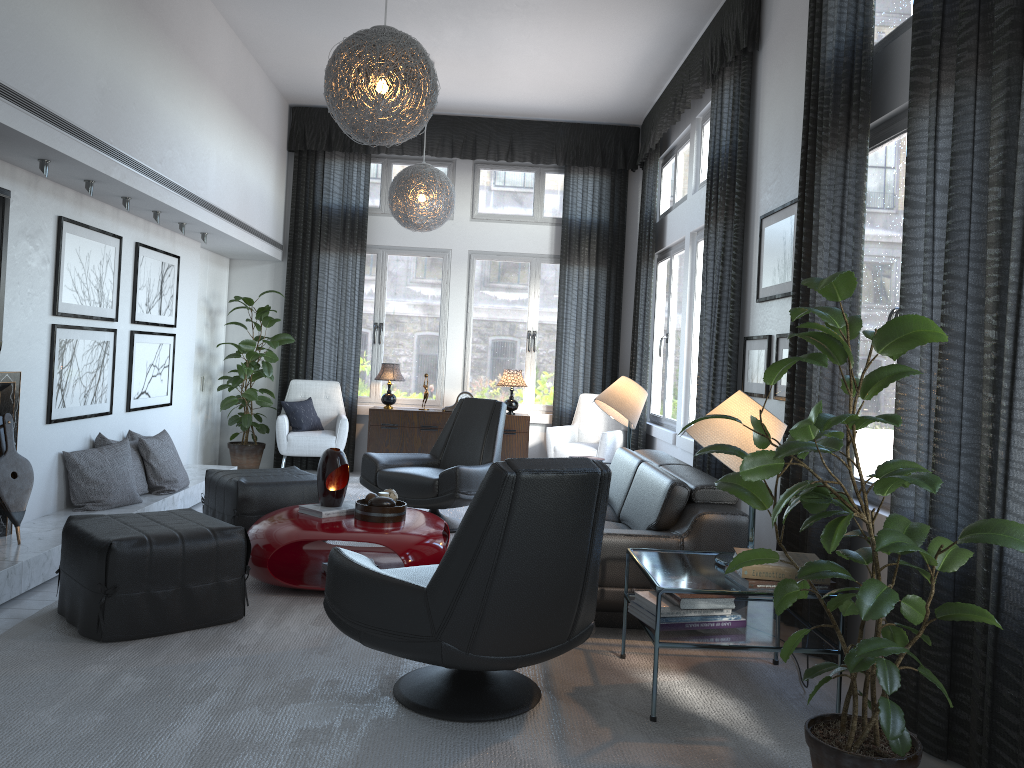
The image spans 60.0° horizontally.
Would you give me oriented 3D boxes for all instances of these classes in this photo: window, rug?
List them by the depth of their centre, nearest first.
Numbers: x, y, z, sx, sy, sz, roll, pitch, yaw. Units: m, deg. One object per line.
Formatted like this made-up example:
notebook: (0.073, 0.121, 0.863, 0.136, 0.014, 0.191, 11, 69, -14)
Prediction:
window: (1.444, -0.691, 3.178, 0.133, 2.324, 1.268, 3, 0, -2)
rug: (-0.411, 0.955, 3.905, 2.954, 0.032, 7.771, 3, 2, -2)
window: (1.348, -0.767, 5.811, 0.133, 2.324, 1.268, 3, 0, -2)
window: (1.297, -0.807, 7.229, 0.133, 2.324, 1.268, 3, 0, -2)
window: (-1.207, -0.959, 8.177, 1.268, 2.324, 0.133, 3, -1, -2)
window: (0.209, -0.889, 8.228, 1.268, 2.324, 0.133, 3, -1, -2)

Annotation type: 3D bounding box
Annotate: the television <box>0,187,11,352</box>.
television: (-2.281, -0.468, 3.341, 0.129, 0.752, 1.159, 3, 1, -2)

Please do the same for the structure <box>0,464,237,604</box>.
structure: (-2.217, 0.805, 3.326, 0.393, 0.135, 7.209, 3, 2, -2)

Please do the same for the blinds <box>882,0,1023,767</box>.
blinds: (1.316, -0.473, 2.411, 0.114, 3.113, 1.081, 3, -1, -5)

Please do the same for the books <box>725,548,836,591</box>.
books: (0.872, 0.610, 2.905, 0.320, 0.075, 0.278, 3, 1, 2)

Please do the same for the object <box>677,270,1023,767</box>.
object: (0.797, 0.397, 2.188, 0.784, 1.332, 0.535, 3, 0, 8)

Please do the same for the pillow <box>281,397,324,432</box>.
pillow: (-1.797, 0.265, 7.624, 0.253, 0.296, 0.356, 3, 1, 25)

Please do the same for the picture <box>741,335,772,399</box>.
picture: (1.307, -0.095, 4.747, 0.020, 0.326, 0.427, 3, 1, -2)

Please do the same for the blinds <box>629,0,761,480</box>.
blinds: (1.173, -0.673, 6.523, 0.189, 3.279, 3.212, 3, 0, -2)

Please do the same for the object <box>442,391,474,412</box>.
object: (-0.412, 0.157, 7.850, 0.406, 0.180, 0.180, 3, 0, -2)

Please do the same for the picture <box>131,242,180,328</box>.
picture: (-2.425, -0.658, 6.058, 0.020, 0.523, 0.791, 3, 1, -2)

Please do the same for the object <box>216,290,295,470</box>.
object: (-2.214, -0.017, 7.530, 0.937, 1.590, 0.638, 3, 0, 43)

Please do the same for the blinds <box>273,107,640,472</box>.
blinds: (-0.502, -0.798, 8.069, 3.212, 3.279, 0.189, 3, -1, -2)

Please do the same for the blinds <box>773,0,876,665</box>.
blinds: (1.322, -0.556, 2.447, 0.189, 3.279, 3.212, 3, 0, -2)

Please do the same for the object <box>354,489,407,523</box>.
object: (-0.626, 0.577, 4.230, 0.243, 0.133, 0.242, 4, 1, 35)

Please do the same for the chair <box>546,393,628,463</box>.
chair: (0.671, 0.505, 7.700, 0.594, 0.824, 0.612, 3, 0, 28)

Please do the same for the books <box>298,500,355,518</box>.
books: (-0.855, 0.610, 4.323, 0.201, 0.030, 0.306, 4, 2, 43)

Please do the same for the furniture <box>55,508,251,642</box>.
furniture: (-1.439, 0.734, 3.540, 0.613, 0.378, 0.599, 2, 1, -43)

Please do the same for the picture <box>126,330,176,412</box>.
picture: (-2.453, -0.093, 6.051, 0.020, 0.523, 0.791, 3, 1, -2)

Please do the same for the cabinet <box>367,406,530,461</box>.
cabinet: (-0.561, 0.547, 7.874, 1.398, 0.613, 0.386, 3, 0, -2)

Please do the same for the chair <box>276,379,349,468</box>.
chair: (-1.717, 0.387, 7.629, 0.593, 0.824, 0.613, 3, 0, -12)

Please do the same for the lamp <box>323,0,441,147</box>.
lamp: (-0.559, -1.714, 3.958, 0.514, 1.307, 0.512, 3, 0, -8)

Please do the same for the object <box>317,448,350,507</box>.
object: (-0.875, 0.454, 4.325, 0.151, 0.280, 0.153, 3, 0, 38)

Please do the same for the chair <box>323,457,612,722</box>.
chair: (-0.073, 0.597, 2.782, 0.839, 0.811, 0.805, 3, 0, -29)

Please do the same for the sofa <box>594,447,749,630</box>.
sofa: (0.440, 0.677, 4.379, 0.936, 0.617, 1.905, 3, 1, -2)

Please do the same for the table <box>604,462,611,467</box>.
table: (0.616, 0.755, 5.851, 0.593, 0.410, 0.593, 3, 1, -2)

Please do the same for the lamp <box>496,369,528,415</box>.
lamp: (-0.002, 0.070, 7.853, 0.280, 0.397, 0.280, 3, 0, 24)

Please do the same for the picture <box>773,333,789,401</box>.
picture: (1.326, -0.079, 4.206, 0.020, 0.326, 0.427, 3, 1, -2)

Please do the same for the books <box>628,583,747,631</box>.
books: (0.592, 0.731, 2.941, 0.321, 0.116, 0.279, 2, 1, -17)

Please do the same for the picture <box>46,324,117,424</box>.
picture: (-2.418, -0.064, 5.011, 0.020, 0.523, 0.791, 3, 1, -2)

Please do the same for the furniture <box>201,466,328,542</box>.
furniture: (-1.414, 0.693, 5.097, 0.598, 0.378, 0.614, 2, 1, -38)

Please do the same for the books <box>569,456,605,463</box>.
books: (0.501, 0.521, 5.993, 0.215, 0.050, 0.161, 2, 2, -30)

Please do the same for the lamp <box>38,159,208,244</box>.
lamp: (-2.131, -0.980, 4.248, 0.053, 0.081, 4.254, 3, 2, -2)

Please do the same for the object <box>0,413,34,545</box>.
object: (-2.277, 0.426, 4.023, 0.175, 0.580, 0.196, 3, -1, -22)

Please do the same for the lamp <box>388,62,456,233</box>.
lamp: (-0.661, -1.793, 6.703, 0.512, 1.307, 0.515, 3, 0, -8)

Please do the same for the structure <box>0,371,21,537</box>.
structure: (-2.568, 0.414, 3.326, 0.520, 0.924, 1.687, 3, 1, -2)

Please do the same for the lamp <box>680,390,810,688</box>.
lamp: (0.985, 0.528, 3.501, 0.475, 1.015, 1.167, 3, 0, 24)

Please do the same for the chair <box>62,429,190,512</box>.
chair: (-2.278, 0.494, 5.442, 0.391, 0.431, 1.336, 3, 1, -2)

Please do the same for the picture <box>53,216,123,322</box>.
picture: (-2.387, -0.629, 5.018, 0.020, 0.523, 0.791, 3, 1, -2)

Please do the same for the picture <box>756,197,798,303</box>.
picture: (1.345, -0.662, 4.484, 0.020, 0.467, 0.588, 3, 1, -2)

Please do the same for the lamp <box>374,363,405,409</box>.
lamp: (-1.081, 0.017, 7.814, 0.280, 0.397, 0.280, 3, 0, 24)

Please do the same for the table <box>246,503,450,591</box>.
table: (-0.782, 0.778, 4.309, 0.942, 0.300, 0.939, 3, 1, -2)

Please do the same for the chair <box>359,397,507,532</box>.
chair: (-0.422, 0.499, 5.758, 0.841, 0.811, 0.804, 3, 0, 36)

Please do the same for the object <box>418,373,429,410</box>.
object: (-0.772, 0.068, 7.853, 0.096, 0.325, 0.096, 3, -1, -3)

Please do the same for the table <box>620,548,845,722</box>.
table: (0.719, 0.837, 3.017, 0.593, 0.410, 0.593, 3, 1, -2)

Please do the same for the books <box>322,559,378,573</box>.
books: (-0.782, 0.895, 4.326, 0.272, 0.054, 0.204, 2, 2, -26)

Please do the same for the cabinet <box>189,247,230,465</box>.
cabinet: (-2.698, -0.190, 7.507, 0.191, 1.896, 1.172, 3, 0, -2)

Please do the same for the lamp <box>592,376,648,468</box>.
lamp: (0.918, 0.475, 5.347, 0.474, 1.015, 1.169, 3, 0, -28)
